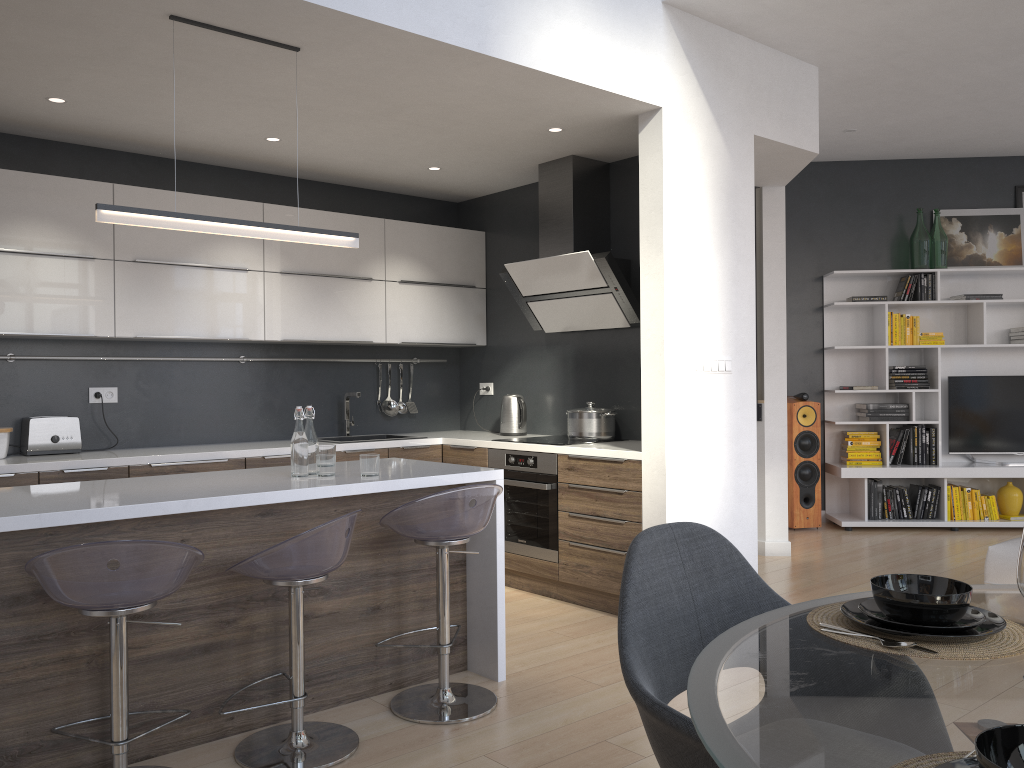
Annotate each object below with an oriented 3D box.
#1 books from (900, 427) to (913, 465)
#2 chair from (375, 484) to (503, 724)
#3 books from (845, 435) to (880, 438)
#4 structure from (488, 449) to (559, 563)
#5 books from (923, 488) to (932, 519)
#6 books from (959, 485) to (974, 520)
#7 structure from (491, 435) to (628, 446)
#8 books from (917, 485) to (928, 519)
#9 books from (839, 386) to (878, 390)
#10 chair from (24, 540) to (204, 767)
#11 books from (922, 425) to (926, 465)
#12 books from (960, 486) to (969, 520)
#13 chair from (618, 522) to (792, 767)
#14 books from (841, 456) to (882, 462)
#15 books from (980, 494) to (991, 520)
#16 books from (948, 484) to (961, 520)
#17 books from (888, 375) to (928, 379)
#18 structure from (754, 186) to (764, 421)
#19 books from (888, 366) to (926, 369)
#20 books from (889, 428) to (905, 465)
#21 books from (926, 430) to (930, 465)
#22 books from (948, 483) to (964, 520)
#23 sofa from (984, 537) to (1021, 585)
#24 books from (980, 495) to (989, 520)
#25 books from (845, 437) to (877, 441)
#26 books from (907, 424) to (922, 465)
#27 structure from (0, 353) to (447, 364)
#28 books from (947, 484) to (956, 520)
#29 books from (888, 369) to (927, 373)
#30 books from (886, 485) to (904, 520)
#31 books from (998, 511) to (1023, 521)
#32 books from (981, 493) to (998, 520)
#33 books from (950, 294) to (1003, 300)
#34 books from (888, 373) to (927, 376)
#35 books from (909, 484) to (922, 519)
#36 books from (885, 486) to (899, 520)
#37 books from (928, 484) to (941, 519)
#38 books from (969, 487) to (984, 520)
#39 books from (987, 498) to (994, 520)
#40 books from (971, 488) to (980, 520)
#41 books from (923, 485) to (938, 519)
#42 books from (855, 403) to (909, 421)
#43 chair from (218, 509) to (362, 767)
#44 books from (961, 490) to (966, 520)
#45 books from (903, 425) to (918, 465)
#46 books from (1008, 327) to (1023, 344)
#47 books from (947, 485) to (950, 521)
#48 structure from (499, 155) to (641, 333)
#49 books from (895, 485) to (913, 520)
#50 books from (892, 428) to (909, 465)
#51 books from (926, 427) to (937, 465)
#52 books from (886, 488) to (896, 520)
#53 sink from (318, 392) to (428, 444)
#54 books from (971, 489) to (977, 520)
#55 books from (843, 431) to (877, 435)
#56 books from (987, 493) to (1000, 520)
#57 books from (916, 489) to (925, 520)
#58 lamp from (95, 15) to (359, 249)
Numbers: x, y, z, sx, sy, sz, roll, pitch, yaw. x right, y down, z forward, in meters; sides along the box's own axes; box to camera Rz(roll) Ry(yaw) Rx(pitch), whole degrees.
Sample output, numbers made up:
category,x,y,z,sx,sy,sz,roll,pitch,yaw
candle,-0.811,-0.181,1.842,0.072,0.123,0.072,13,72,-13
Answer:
category,x,y,z,sx,sy,sz,roll,pitch,yaw
books,3.186,0.498,7.157,0.028,0.301,0.213,-1,0,4
chair,-0.259,0.775,3.312,0.475,0.838,0.434,-1,0,-43
books,2.843,0.423,7.208,0.234,0.024,0.171,-1,0,8
structure,0.249,0.673,5.196,0.584,0.588,0.587,-1,0,-41
books,3.273,0.944,7.057,0.071,0.243,0.179,-1,0,3
books,3.579,0.937,7.016,0.055,0.252,0.185,-1,0,3
structure,0.281,0.330,5.225,0.550,0.006,0.600,-1,0,-41
books,3.248,0.939,7.072,0.075,0.254,0.192,-1,0,3
books,2.806,0.032,7.174,0.209,0.030,0.266,-1,0,-2
chair,-1.142,0.813,2.576,0.475,0.787,0.434,-1,0,-23
books,3.280,0.489,7.159,0.034,0.315,0.239,-1,0,4
books,3.553,0.937,7.007,0.041,0.252,0.180,-1,0,4
chair,0.529,0.746,1.693,0.655,0.891,0.619,-1,0,-39
books,2.830,0.608,7.196,0.269,0.025,0.213,-1,0,7
books,3.718,0.968,6.984,0.046,0.187,0.134,-1,0,4
books,3.484,0.935,7.027,0.066,0.258,0.198,-1,0,4
books,3.179,-0.053,7.153,0.284,0.030,0.214,-1,0,13
structure,1.360,-1.025,8.472,2.823,4.339,4.190,-1,0,-41
books,3.182,-0.132,7.148,0.246,0.026,0.180,-1,0,12
books,3.070,0.505,7.182,0.142,0.284,0.232,-1,0,4
books,3.313,0.508,7.150,0.028,0.272,0.200,-1,0,4
books,3.515,0.931,7.023,0.038,0.267,0.202,-1,0,5
sofa,4.306,0.782,3.729,2.614,0.732,3.424,-1,0,-41
books,3.698,0.967,6.993,0.056,0.188,0.138,-1,0,4
books,2.836,0.448,7.212,0.238,0.023,0.167,-1,0,20
books,3.250,0.483,7.161,0.026,0.326,0.237,-1,0,4
structure,-1.613,-0.148,5.338,3.000,0.045,0.050,-1,0,-41
books,3.448,0.929,7.024,0.048,0.271,0.213,-1,0,4
books,3.184,-0.104,7.175,0.284,0.030,0.214,-1,0,13
books,3.055,0.942,7.073,0.066,0.255,0.193,-1,0,4
books,3.937,1.044,7.022,0.204,0.029,0.270,-1,0,-11
books,3.763,0.964,6.984,0.067,0.193,0.148,-1,0,5
books,3.719,-0.686,7.113,0.310,0.047,0.250,-1,0,0
books,3.177,-0.078,7.156,0.264,0.020,0.189,-1,0,8
books,3.202,0.937,7.078,0.066,0.260,0.197,-1,0,4
books,3.026,0.947,7.064,0.050,0.242,0.169,-1,0,4
books,3.345,0.935,7.064,0.066,0.260,0.197,-1,0,4
books,3.667,0.944,7.018,0.056,0.235,0.172,-1,0,3
books,3.737,0.977,6.971,0.049,0.169,0.113,-1,0,3
books,3.635,0.944,7.012,0.043,0.235,0.171,-1,0,3
books,3.312,0.940,7.066,0.084,0.249,0.191,-1,0,4
books,2.999,0.228,7.193,0.343,0.137,0.277,-1,0,4
chair,-0.712,0.807,2.922,0.434,0.787,0.475,-1,0,12
books,3.532,0.950,7.005,0.042,0.230,0.156,-1,0,3
books,3.217,0.489,7.160,0.034,0.314,0.237,-1,0,4
books,4.218,-0.385,7.096,0.343,0.137,0.277,-1,0,-1
books,3.408,0.929,7.006,0.029,0.270,0.204,-1,0,4
structure,0.338,-0.824,5.273,0.407,0.998,0.898,-1,0,-41
books,3.120,0.943,7.064,0.083,0.249,0.191,-1,0,4
books,3.120,0.502,7.161,0.100,0.289,0.210,-1,0,3
books,3.353,0.496,7.148,0.051,0.297,0.230,-1,0,4
books,3.004,0.951,7.074,0.049,0.236,0.170,-1,0,5
sink,-0.931,0.312,5.559,0.626,0.518,0.512,-1,0,-41
books,3.609,0.943,6.994,0.043,0.240,0.169,-1,0,3
books,2.835,0.399,7.232,0.234,0.024,0.171,-1,0,8
books,3.787,0.964,6.991,0.046,0.193,0.149,-1,0,5
books,3.222,0.947,7.049,0.069,0.242,0.172,-1,0,5
lamp,-1.008,-0.924,3.273,0.998,0.756,0.020,-1,0,-41
